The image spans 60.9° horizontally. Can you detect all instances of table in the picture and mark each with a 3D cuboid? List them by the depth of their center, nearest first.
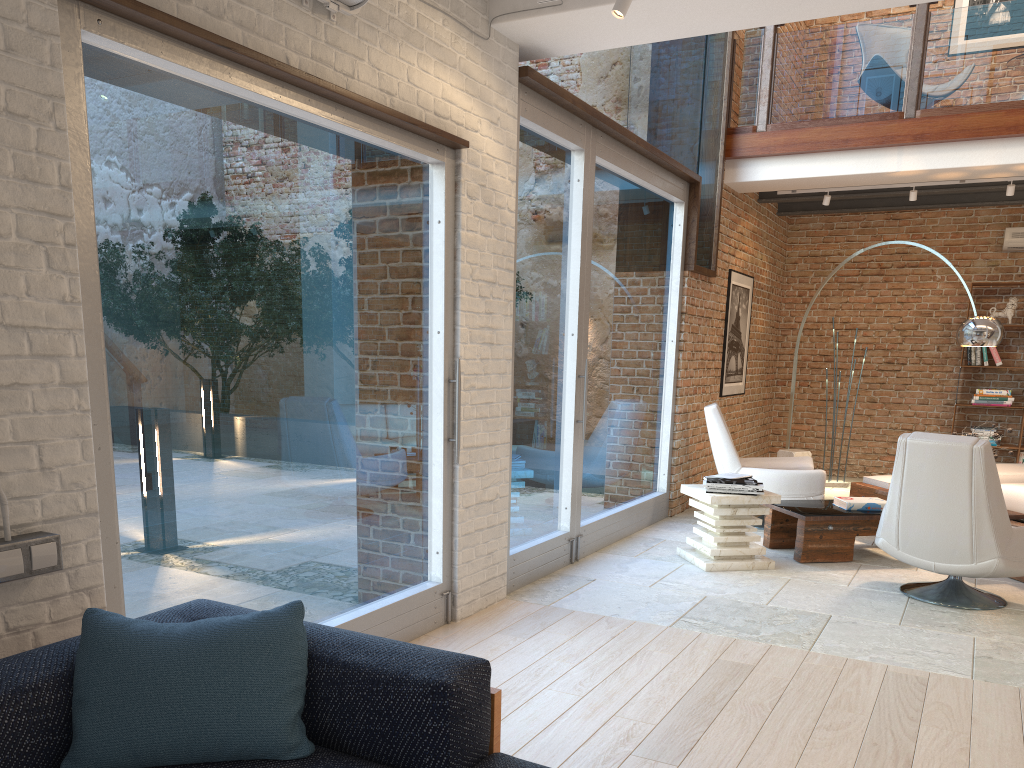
[{"bbox_3d":[1.460,0.966,5.927,0.495,0.518,0.481,0,8,-12],"label":"table"},{"bbox_3d":[2.873,1.019,6.364,1.970,0.441,2.153,1,3,-11],"label":"table"}]

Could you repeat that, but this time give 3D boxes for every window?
[{"bbox_3d":[-0.535,-1.990,3.825,0.641,6.574,12.124,8,7,28],"label":"window"}]

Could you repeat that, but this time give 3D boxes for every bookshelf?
[{"bbox_3d":[6.165,0.110,8.753,3.011,2.263,0.356,4,12,27],"label":"bookshelf"}]

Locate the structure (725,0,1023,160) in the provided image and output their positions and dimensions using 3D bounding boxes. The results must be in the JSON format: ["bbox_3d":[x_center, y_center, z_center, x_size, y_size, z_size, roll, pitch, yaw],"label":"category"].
[{"bbox_3d":[4.228,-0.684,2.151,10.081,4.251,13.623,3,4,28],"label":"structure"}]

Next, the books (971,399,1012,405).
[{"bbox_3d":[5.122,0.189,9.328,0.377,0.037,0.240,2,3,23],"label":"books"}]

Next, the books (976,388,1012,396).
[{"bbox_3d":[5.145,0.085,9.307,0.324,0.057,0.251,3,3,30],"label":"books"}]

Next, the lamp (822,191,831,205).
[{"bbox_3d":[2.868,-1.685,7.943,0.059,0.132,0.083,1,9,-2],"label":"lamp"}]

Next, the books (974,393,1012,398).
[{"bbox_3d":[5.138,0.124,9.321,0.353,0.021,0.267,3,3,26],"label":"books"}]

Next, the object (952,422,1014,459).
[{"bbox_3d":[3.290,0.551,6.221,0.542,0.625,0.307,1,10,-1],"label":"object"}]

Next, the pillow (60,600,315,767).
[{"bbox_3d":[-0.776,0.731,2.144,0.564,0.338,0.367,0,7,-12],"label":"pillow"}]

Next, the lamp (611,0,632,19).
[{"bbox_3d":[0.456,-1.575,3.609,0.087,0.133,0.057,-1,11,-12],"label":"lamp"}]

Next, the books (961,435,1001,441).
[{"bbox_3d":[5.079,0.576,9.443,0.377,0.037,0.240,3,3,28],"label":"books"}]

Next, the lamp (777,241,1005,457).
[{"bbox_3d":[3.126,0.014,7.369,0.318,2.415,1.981,-5,10,-26],"label":"lamp"}]

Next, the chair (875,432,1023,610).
[{"bbox_3d":[2.581,0.775,5.056,1.011,1.045,0.961,9,11,44],"label":"chair"}]

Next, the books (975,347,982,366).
[{"bbox_3d":[4.989,-0.363,9.329,0.101,0.343,0.249,8,11,28],"label":"books"}]

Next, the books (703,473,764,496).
[{"bbox_3d":[1.494,0.670,5.913,0.388,0.081,0.556,2,3,12],"label":"books"}]

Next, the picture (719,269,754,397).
[{"bbox_3d":[2.238,-0.482,8.663,0.027,1.230,0.894,8,11,28],"label":"picture"}]

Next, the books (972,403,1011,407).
[{"bbox_3d":[5.133,0.219,9.336,0.353,0.021,0.267,3,3,28],"label":"books"}]

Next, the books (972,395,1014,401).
[{"bbox_3d":[5.130,0.153,9.309,0.378,0.037,0.239,2,3,21],"label":"books"}]

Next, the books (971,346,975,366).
[{"bbox_3d":[4.935,-0.391,9.331,0.090,0.395,0.239,8,11,28],"label":"books"}]

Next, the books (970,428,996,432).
[{"bbox_3d":[5.098,0.495,9.439,0.235,0.019,0.167,2,3,21],"label":"books"}]

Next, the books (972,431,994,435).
[{"bbox_3d":[5.099,0.522,9.437,0.204,0.035,0.130,3,3,28],"label":"books"}]

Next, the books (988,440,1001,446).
[{"bbox_3d":[5.092,0.624,9.436,0.323,0.057,0.251,3,3,38],"label":"books"}]

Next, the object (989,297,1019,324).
[{"bbox_3d":[5.120,-0.766,9.086,0.249,0.291,0.128,7,12,35],"label":"object"}]

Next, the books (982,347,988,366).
[{"bbox_3d":[5.024,-0.384,9.272,0.120,0.392,0.239,7,11,28],"label":"books"}]

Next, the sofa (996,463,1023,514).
[{"bbox_3d":[4.603,0.888,6.560,1.143,0.775,2.274,0,3,-12],"label":"sofa"}]

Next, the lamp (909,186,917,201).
[{"bbox_3d":[3.506,-1.660,7.614,0.060,0.124,0.084,7,11,30],"label":"lamp"}]

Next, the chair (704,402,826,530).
[{"bbox_3d":[2.073,0.677,7.280,0.981,1.026,1.001,3,8,12],"label":"chair"}]

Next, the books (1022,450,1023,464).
[{"bbox_3d":[5.458,0.908,9.318,0.036,0.394,0.239,8,11,28],"label":"books"}]

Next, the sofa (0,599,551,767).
[{"bbox_3d":[-0.985,1.030,0.586,2.064,0.678,3.884,3,3,28],"label":"sofa"}]

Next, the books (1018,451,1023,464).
[{"bbox_3d":[5.418,0.907,9.320,0.036,0.394,0.239,8,11,28],"label":"books"}]

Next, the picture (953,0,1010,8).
[{"bbox_3d":[4.976,-4.009,8.791,0.906,1.231,0.027,6,13,27],"label":"picture"}]

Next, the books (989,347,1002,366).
[{"bbox_3d":[5.115,-0.350,9.256,0.193,0.328,0.249,7,10,28],"label":"books"}]

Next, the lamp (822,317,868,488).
[{"bbox_3d":[3.550,0.214,9.426,0.418,1.873,0.192,1,12,-2],"label":"lamp"}]

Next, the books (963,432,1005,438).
[{"bbox_3d":[5.089,0.549,9.421,0.378,0.019,0.239,2,2,20],"label":"books"}]

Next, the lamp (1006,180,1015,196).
[{"bbox_3d":[4.162,-1.627,7.275,0.060,0.132,0.084,7,11,30],"label":"lamp"}]

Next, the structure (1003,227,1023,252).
[{"bbox_3d":[5.503,-1.491,8.927,0.807,0.225,0.196,3,8,27],"label":"structure"}]

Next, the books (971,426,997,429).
[{"bbox_3d":[5.097,0.470,9.412,0.250,0.017,0.159,3,3,28],"label":"books"}]

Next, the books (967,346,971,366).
[{"bbox_3d":[4.899,-0.391,9.341,0.090,0.395,0.239,8,11,28],"label":"books"}]

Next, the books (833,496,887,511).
[{"bbox_3d":[2.499,0.854,6.221,0.326,0.058,0.249,1,3,-2],"label":"books"}]
